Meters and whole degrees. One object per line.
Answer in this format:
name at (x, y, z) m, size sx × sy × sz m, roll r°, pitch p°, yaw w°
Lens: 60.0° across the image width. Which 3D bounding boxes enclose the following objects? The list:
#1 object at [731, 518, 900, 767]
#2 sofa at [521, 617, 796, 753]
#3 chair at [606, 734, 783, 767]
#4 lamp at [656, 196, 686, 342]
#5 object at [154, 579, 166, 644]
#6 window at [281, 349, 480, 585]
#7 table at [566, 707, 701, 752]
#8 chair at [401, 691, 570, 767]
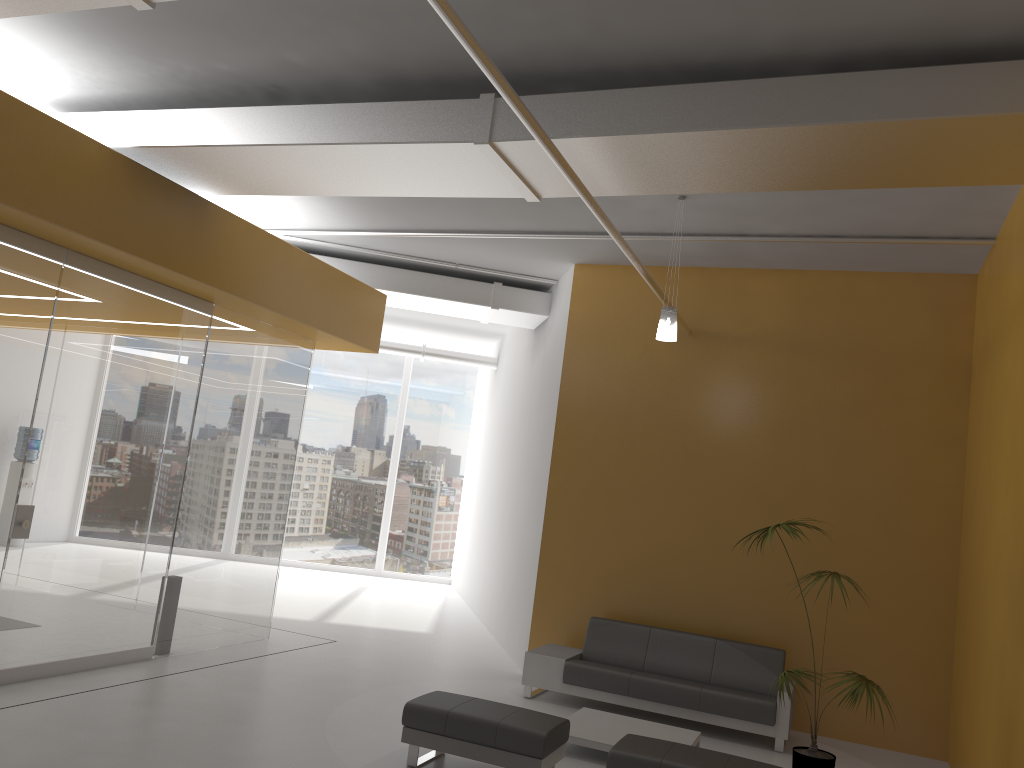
object at (2.048, 1.926, 6.173) m, size 0.912 × 1.956 × 1.222 m, roll 11°, pitch -8°, yaw -28°
sofa at (1.365, 2.711, 8.267) m, size 2.400 × 0.761 × 0.860 m, roll 5°, pitch -8°, yaw 21°
chair at (1.119, 2.490, 5.418) m, size 1.012 × 0.423 × 0.575 m, roll 5°, pitch -8°, yaw 21°
lamp at (1.348, -0.968, 7.378) m, size 0.174 × 1.227 × 0.174 m, roll 11°, pitch -8°, yaw -27°
object at (-3.241, 2.149, 8.272) m, size 0.124 × 0.706 × 0.152 m, roll 5°, pitch -7°, yaw 16°
window at (-3.688, 1.294, 17.168) m, size 8.533 × 4.498 × 0.100 m, roll 8°, pitch -7°, yaw -9°
table at (0.894, 2.791, 6.931) m, size 1.000 × 0.150 × 1.000 m, roll 5°, pitch -8°, yaw 21°
chair at (-0.182, 2.390, 5.947) m, size 1.012 × 0.423 × 0.575 m, roll 5°, pitch -8°, yaw 21°
